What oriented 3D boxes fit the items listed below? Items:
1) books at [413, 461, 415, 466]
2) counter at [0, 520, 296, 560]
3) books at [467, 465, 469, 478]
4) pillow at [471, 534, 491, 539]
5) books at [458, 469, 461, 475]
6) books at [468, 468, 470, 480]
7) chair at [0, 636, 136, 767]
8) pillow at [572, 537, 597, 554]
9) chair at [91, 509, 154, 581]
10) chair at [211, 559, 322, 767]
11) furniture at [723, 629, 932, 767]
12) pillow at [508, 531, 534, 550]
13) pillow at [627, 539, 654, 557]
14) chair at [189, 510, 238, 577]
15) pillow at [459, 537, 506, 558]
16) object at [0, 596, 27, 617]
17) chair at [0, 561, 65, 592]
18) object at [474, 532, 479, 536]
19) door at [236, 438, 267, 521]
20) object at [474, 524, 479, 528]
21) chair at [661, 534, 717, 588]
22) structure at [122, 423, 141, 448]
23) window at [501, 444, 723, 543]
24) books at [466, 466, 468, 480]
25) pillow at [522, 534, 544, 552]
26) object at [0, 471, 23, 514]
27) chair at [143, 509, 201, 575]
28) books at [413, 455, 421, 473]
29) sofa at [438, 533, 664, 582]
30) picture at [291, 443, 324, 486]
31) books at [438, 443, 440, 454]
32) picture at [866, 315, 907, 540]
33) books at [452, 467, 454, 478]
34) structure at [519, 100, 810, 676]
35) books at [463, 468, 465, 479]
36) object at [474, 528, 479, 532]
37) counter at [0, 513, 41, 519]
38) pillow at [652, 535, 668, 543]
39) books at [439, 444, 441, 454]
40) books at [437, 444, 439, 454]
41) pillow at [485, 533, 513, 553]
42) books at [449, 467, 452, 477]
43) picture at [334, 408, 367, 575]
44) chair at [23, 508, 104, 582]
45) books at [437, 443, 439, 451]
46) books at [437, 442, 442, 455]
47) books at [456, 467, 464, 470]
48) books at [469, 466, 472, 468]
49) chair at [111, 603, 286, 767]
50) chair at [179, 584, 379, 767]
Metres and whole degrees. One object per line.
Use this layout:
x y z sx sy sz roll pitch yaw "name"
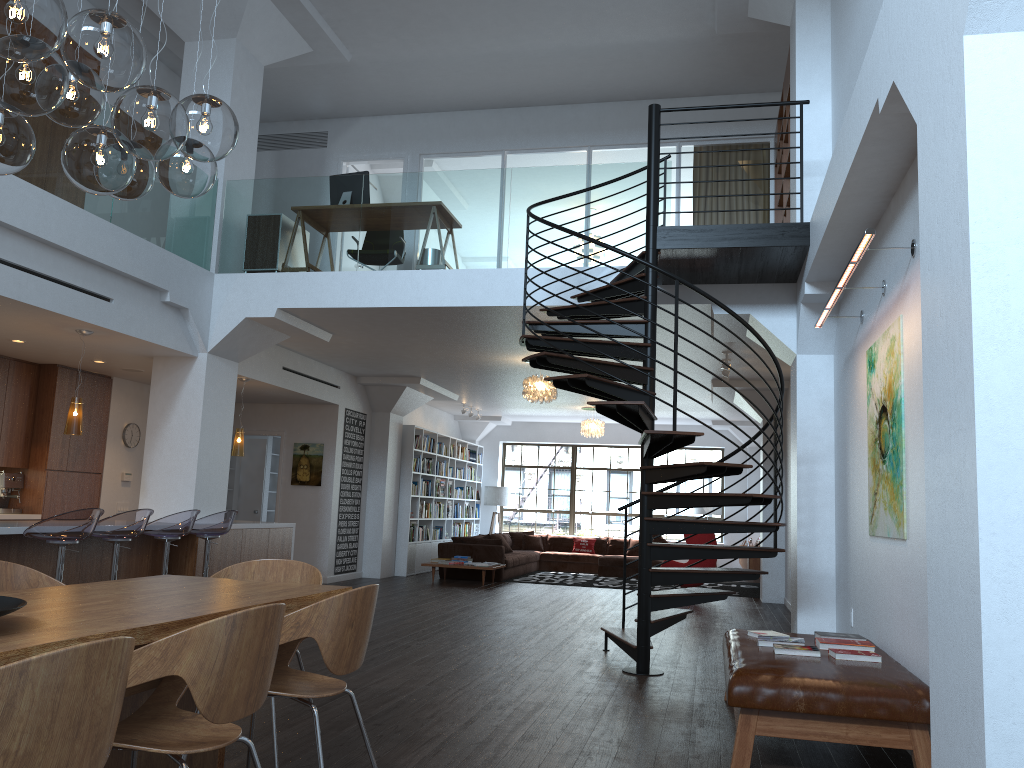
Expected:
-1.682 1.336 14.440 0.161 0.182 0.170 1 -8 13 "books"
-2.967 1.501 6.504 3.039 0.860 8.182 5 -8 -16 "counter"
-0.952 1.773 17.715 0.176 0.290 0.053 1 -8 12 "books"
-0.452 2.649 14.535 0.269 0.411 0.559 7 -9 -31 "pillow"
-1.068 1.752 17.224 0.134 0.184 0.030 1 -8 13 "books"
-0.943 1.797 17.754 0.183 0.253 0.034 1 -8 12 "books"
-1.140 0.931 1.811 0.618 0.833 0.629 1 -8 13 "chair"
1.404 3.150 17.244 0.465 0.308 0.220 1 -8 9 "pillow"
-3.082 1.465 6.857 0.481 1.014 0.530 1 -8 11 "chair"
-1.222 1.258 4.152 0.629 0.833 0.618 1 -8 8 "chair"
1.597 1.650 4.728 0.907 0.453 1.819 1 -8 13 "furniture"
0.224 3.098 17.472 0.580 0.418 0.334 4 -8 -14 "pillow"
2.435 3.110 16.894 0.542 0.362 0.248 -3 -10 33 "pillow"
-2.790 1.649 8.076 0.481 1.014 0.530 0 -8 15 "chair"
-0.475 2.652 14.264 0.750 0.364 0.289 1 -8 12 "pillow"
-1.623 0.616 2.349 0.592 0.066 0.592 7 -9 -29 "object"
-1.974 1.142 3.560 0.618 0.833 0.629 1 -8 11 "chair"
-0.880 3.101 18.302 0.331 0.088 0.410 1 -8 13 "object"
-4.227 1.853 13.666 0.826 2.032 0.174 1 -8 13 "door"
-0.880 2.927 18.328 0.316 0.088 0.410 1 -8 13 "object"
2.564 2.548 12.788 0.801 1.006 0.798 -4 -10 38 "chair"
-4.691 0.636 10.937 0.040 0.300 0.300 1 -8 13 "structure"
2.060 2.277 18.719 4.648 1.905 0.114 1 -8 13 "window"
-0.985 1.760 17.610 0.198 0.284 0.066 1 -8 12 "books"
0.389 3.104 17.333 0.489 0.337 0.238 5 -8 -17 "pillow"
-5.408 1.160 9.480 0.439 0.455 0.284 1 -8 13 "object"
-2.927 1.558 7.468 0.481 1.014 0.530 1 -8 11 "chair"
-1.609 1.326 14.736 0.176 0.290 0.053 1 -8 13 "books"
0.948 3.060 15.697 3.481 0.664 4.197 1 -8 13 "sofa"
-2.911 1.143 12.618 0.450 0.600 0.030 1 -8 13 "picture"
-1.365 1.160 15.834 0.146 0.202 0.027 1 -8 13 "books"
2.198 0.297 5.239 0.010 1.200 1.095 1 -8 13 "picture"
-1.176 1.664 16.692 0.146 0.202 0.027 1 -8 13 "books"
1.044 -0.058 6.757 1.998 4.352 1.998 6 -9 -26 "structure"
-1.019 1.765 17.451 0.158 0.226 0.052 1 -8 13 "books"
-0.876 3.014 18.314 0.331 0.088 0.410 1 -8 13 "object"
-5.817 1.105 7.459 0.600 0.050 4.387 1 -8 13 "counter"
2.675 3.054 17.020 0.651 0.587 0.335 4 -8 -8 "pillow"
-1.352 1.171 15.915 0.146 0.202 0.027 1 -8 13 "books"
-1.381 1.156 15.777 0.139 0.191 0.036 1 -8 13 "books"
-0.247 2.877 15.934 0.325 0.391 0.625 -2 -9 29 "pillow"
-1.192 1.661 16.635 0.139 0.191 0.036 1 -8 13 "books"
-2.374 1.584 13.104 0.021 2.380 0.800 1 -8 13 "picture"
-3.192 1.374 6.240 0.481 1.014 0.530 0 -8 15 "chair"
-1.379 1.156 15.810 0.146 0.202 0.027 1 -8 13 "books"
-1.336 1.169 16.000 0.140 0.231 0.042 1 -8 13 "books"
-1.026 1.755 17.404 0.140 0.231 0.042 1 -8 13 "books"
-0.896 1.812 17.979 0.176 0.290 0.036 1 -8 12 "books"
-0.993 1.042 2.552 0.618 0.833 0.629 0 -8 14 "chair"
-0.820 1.152 3.292 0.617 0.830 0.629 1 -8 13 "chair"
